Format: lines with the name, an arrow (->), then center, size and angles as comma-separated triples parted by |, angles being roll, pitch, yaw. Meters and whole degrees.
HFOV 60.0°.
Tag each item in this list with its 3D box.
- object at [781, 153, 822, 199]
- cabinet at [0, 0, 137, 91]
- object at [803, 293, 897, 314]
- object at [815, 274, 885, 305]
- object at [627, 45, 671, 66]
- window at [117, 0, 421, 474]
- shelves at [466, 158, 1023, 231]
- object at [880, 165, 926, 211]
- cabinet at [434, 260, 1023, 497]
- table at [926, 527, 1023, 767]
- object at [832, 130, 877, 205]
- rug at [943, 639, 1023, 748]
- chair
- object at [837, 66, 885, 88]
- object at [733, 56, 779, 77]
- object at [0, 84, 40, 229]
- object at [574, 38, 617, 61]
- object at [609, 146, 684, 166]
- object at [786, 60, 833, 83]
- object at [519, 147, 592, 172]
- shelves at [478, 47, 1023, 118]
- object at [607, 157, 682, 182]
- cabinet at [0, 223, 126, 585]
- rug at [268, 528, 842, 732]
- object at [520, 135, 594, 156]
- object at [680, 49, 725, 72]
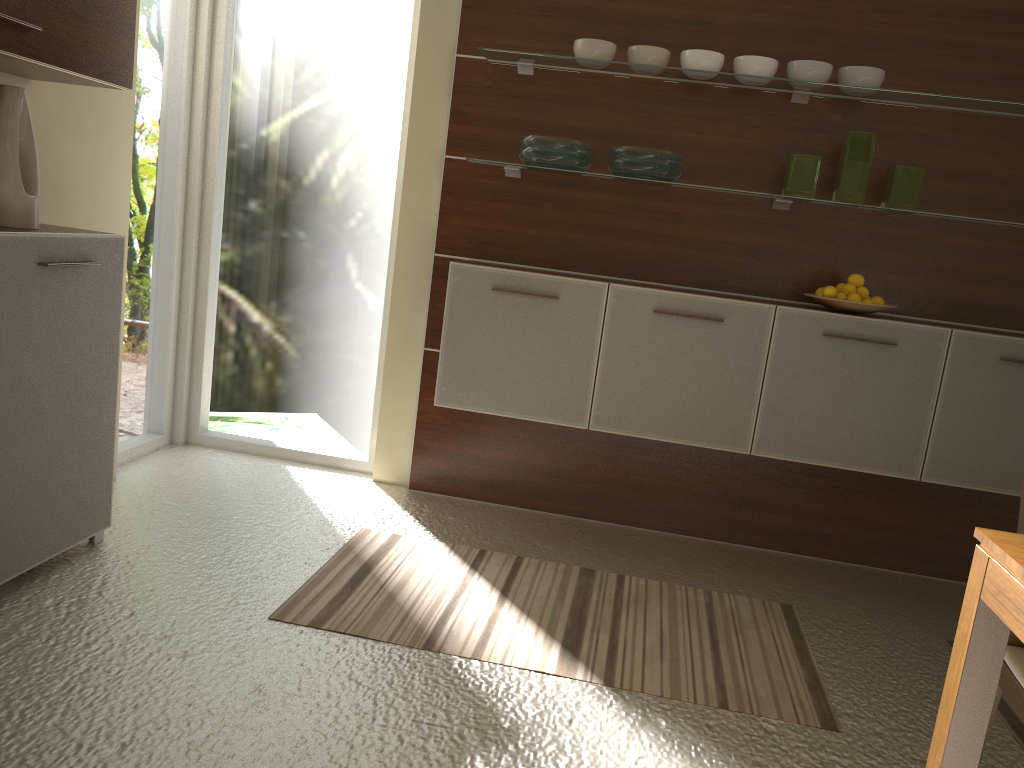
object -> 1.090, -0.779, 3.344 | 0.112, 0.160, 0.111 | 8, 10, 7
cabinet -> -1.437, -1.129, 1.538 | 0.372, 0.789, 2.318 | 9, 10, 7
object -> 1.274, -0.294, 3.357 | 0.337, 0.053, 0.337 | 15, 13, 38
object -> 1.263, -0.349, 3.344 | 0.259, 0.139, 0.230 | 3, 11, -22
object -> 0.519, -1.234, 3.387 | 0.163, 0.077, 0.163 | 1, 12, -33
window -> 0.314, -0.409, 0.779 | 4.466, 3.000, 6.429 | 8, 10, 5
shelves -> 1.048, -0.705, 3.384 | 2.463, 0.008, 0.255 | 9, 10, 7
object -> 1.457, -0.726, 3.308 | 0.111, 0.160, 0.112 | 8, 10, 7
cabinet -> 0.955, -0.034, 3.444 | 2.463, 0.570, 0.372 | 9, 10, 7
table -> 1.363, 0.811, 1.009 | 1.411, 0.790, 1.000 | 9, 10, 7
object -> 1.272, -0.802, 3.302 | 0.099, 0.259, 0.099 | 8, 10, 7
rug -> 2.197, 1.055, 2.514 | 1.613, 0.010, 0.843 | 9, 10, 8
chair -> 1.182, 0.551, 1.696 | 0.404, 1.017, 0.507 | 9, 10, 7
object -> 1.284, -1.117, 3.275 | 0.163, 0.077, 0.163 | 1, 12, -33
object -> 0.910, -1.174, 3.327 | 0.163, 0.077, 0.163 | -1, 13, -41
object -> -1.411, -0.638, 2.496 | 0.153, 0.384, 0.153 | 16, 13, 40
object -> 0.314, -1.261, 3.390 | 0.163, 0.077, 0.163 | 1, 12, -33
object -> 0.515, -0.860, 3.412 | 0.288, 0.068, 0.288 | 1, 12, -33
object -> 1.099, -1.143, 3.288 | 0.163, 0.077, 0.163 | 1, 12, -33
object -> 0.168, -0.869, 3.459 | 0.288, 0.068, 0.288 | 1, 12, -33
shelves -> 1.099, -1.104, 3.314 | 2.463, 0.008, 0.255 | 9, 10, 7
object -> 0.510, -0.819, 3.420 | 0.288, 0.068, 0.288 | 1, 12, -33
cabinet -> -1.604, 0.182, 1.768 | 0.372, 1.018, 2.318 | 9, 10, 7
rug -> 0.151, 0.732, 2.859 | 1.613, 0.007, 0.842 | 9, 10, 8
object -> 0.173, -0.911, 3.452 | 0.288, 0.068, 0.288 | 1, 12, -33
object -> 0.713, -1.202, 3.340 | 0.163, 0.077, 0.163 | 1, 12, -33
